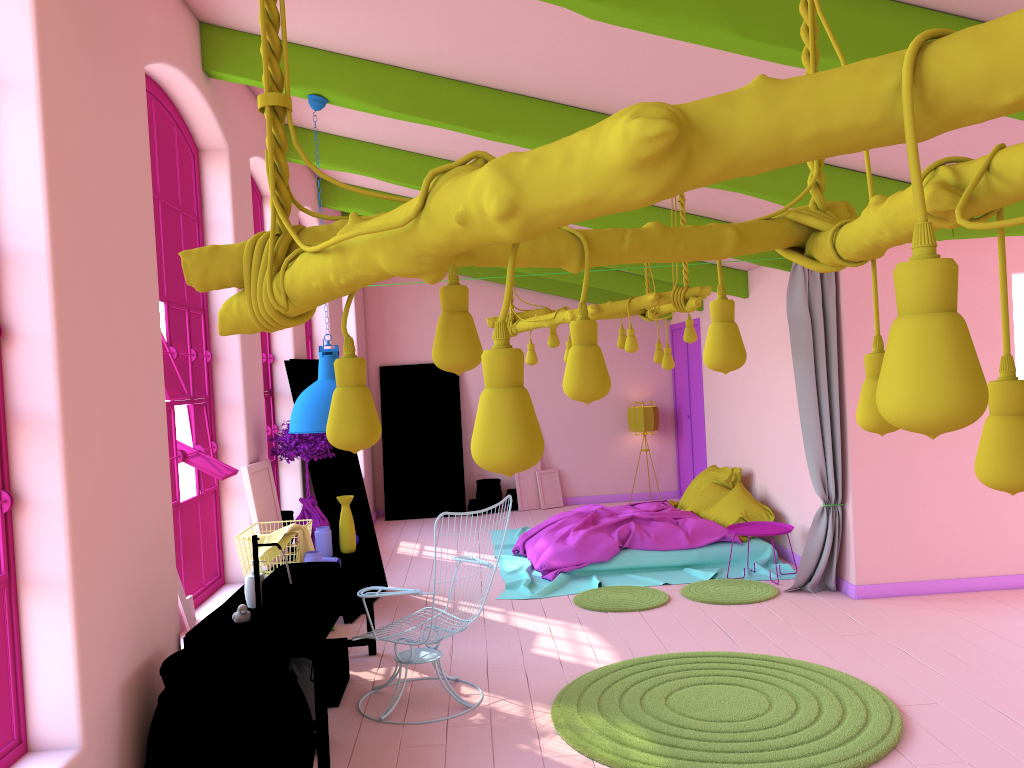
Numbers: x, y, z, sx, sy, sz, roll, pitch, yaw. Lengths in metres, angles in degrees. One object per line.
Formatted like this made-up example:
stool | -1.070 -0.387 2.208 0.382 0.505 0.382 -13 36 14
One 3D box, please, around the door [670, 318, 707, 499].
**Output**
door | 2.465 0.428 12.338 0.108 2.591 1.677 -3 1 -3

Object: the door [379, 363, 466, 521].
door | -1.290 0.810 12.773 1.153 2.211 0.450 -3 1 -3

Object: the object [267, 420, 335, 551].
object | -1.414 0.696 6.094 0.441 0.951 0.503 -4 1 -43

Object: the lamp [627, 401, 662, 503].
lamp | 1.954 0.981 12.864 0.491 1.467 0.476 -3 1 27

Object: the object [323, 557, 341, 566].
object | -1.158 1.136 5.613 0.137 0.076 0.076 -3 1 17

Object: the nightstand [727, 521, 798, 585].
nightstand | 2.275 1.532 8.093 0.596 0.458 0.595 -3 1 35

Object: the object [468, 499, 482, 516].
object | -0.532 1.756 12.594 0.199 0.234 0.199 -4 1 -35

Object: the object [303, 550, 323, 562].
object | -1.155 1.077 5.167 0.109 0.197 0.109 -3 1 -10

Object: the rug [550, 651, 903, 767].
rug | 1.175 1.830 5.030 1.888 0.050 1.889 -3 1 -15

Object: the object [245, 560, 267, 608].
object | -1.320 1.064 4.896 0.165 0.250 0.410 -2 1 33

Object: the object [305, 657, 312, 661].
object | -1.329 1.752 5.501 0.300 0.448 0.672 -4 1 -27

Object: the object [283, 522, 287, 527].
object | -1.816 1.178 6.826 0.182 0.223 0.182 -3 1 -20

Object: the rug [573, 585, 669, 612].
rug | 0.928 1.829 7.564 0.792 0.021 0.792 -3 1 -20

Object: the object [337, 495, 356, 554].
object | -1.129 0.960 6.059 0.116 0.383 0.116 -4 1 -29

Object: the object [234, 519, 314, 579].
object | -1.383 1.005 5.333 0.444 0.369 0.633 -3 1 -3

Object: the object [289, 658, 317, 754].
object | 0.084 1.162 1.125 2.827 1.580 7.863 -3 1 -2

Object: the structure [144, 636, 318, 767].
structure | -1.201 1.574 3.816 0.718 0.845 0.718 -4 1 -35

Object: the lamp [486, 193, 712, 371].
lamp | 0.784 -1.215 6.879 1.610 2.265 1.775 -4 1 -21

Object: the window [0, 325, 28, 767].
window | -1.796 -0.182 2.539 0.072 3.048 1.274 -3 1 -3

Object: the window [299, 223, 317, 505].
window | -2.121 -0.216 8.817 0.214 3.010 1.513 -3 1 -3

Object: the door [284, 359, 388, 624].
door | -1.522 0.871 7.838 0.450 2.211 1.153 -3 1 7

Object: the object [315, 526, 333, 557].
object | -1.271 1.066 5.984 0.109 0.197 0.109 -2 1 34

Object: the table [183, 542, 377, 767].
table | -1.274 1.573 5.324 0.655 0.821 2.192 -3 1 -3

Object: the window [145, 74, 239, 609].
window | -1.924 -0.191 4.996 0.492 3.004 1.497 -3 1 -3

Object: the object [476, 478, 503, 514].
object | -0.329 1.619 12.821 0.386 0.471 0.385 -2 1 40

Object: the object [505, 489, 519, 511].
object | 0.024 1.687 12.914 0.260 0.306 0.260 -3 1 30

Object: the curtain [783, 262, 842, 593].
curtain | 2.537 0.358 7.401 0.518 2.786 0.525 -4 1 -22

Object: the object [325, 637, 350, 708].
object | -1.299 1.843 5.650 0.446 0.277 0.521 -3 1 -3

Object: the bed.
bed | 1.151 1.557 9.582 2.802 0.514 3.576 -3 1 -3

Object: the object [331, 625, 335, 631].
object | -1.510 1.747 7.113 0.137 0.463 0.284 -3 1 -18

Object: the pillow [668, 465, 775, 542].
pillow | 2.216 1.332 9.889 0.848 0.822 2.617 -3 1 -13

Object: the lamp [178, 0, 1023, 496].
lamp | 0.331 -0.938 1.313 1.610 2.265 1.775 -4 1 -21

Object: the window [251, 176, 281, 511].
window | -2.014 -0.213 6.912 0.072 3.048 1.274 -3 1 -3

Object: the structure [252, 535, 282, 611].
structure | -1.289 0.990 4.637 0.166 0.397 0.087 -3 1 7

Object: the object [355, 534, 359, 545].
object | -1.153 1.041 6.258 0.132 0.219 0.132 -3 1 14

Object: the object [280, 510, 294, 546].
object | -1.831 1.152 7.035 0.223 0.272 0.223 -3 1 -15

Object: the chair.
chair | -0.524 1.326 5.393 0.925 1.238 1.078 -2 1 32

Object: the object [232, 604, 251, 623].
object | -1.347 1.138 4.419 0.088 0.088 0.086 -3 1 14

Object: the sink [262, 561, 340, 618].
sink | -1.099 1.078 4.674 0.340 0.194 0.609 -3 1 -3

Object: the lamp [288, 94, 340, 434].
lamp | -1.129 -0.723 5.319 0.529 2.002 0.528 -2 1 29

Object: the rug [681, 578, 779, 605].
rug | 1.862 1.777 7.609 0.792 0.021 0.792 -3 1 25
